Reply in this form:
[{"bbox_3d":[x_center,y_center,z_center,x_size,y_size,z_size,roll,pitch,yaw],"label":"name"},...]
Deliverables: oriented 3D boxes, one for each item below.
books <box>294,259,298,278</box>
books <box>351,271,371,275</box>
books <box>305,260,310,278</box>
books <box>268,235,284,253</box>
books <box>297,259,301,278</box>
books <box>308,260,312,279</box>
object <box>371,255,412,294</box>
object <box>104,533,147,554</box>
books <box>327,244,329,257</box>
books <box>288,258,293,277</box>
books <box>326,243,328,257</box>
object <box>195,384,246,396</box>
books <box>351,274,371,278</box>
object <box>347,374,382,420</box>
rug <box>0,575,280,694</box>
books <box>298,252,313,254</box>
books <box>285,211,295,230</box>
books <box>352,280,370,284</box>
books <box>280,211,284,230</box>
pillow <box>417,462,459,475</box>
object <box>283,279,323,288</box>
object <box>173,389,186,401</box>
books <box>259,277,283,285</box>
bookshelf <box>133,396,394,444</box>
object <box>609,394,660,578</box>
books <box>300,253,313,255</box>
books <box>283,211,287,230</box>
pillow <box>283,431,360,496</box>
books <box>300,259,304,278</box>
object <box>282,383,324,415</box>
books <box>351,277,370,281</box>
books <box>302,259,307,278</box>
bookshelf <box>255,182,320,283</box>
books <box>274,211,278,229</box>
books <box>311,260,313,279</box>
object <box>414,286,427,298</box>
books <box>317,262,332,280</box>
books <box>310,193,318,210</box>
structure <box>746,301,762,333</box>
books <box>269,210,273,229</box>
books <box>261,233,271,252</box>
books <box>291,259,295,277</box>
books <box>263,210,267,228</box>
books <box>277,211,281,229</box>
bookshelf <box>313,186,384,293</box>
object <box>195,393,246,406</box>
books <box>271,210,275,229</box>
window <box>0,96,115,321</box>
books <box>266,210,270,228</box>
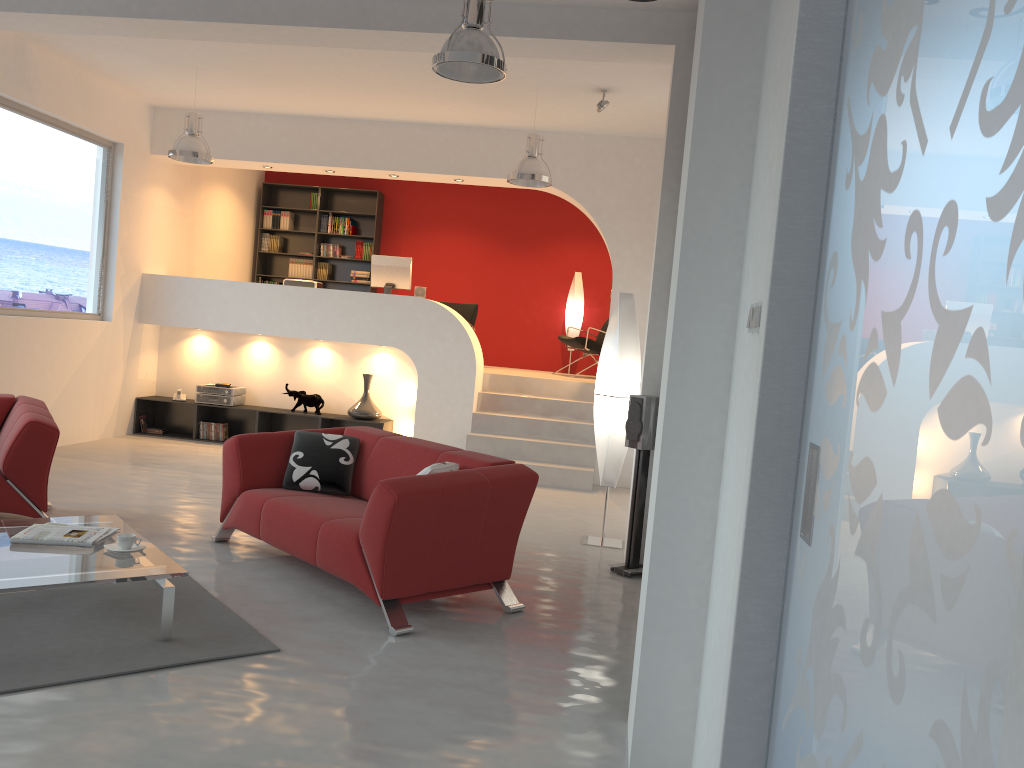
[{"bbox_3d":[-2.951,-1.590,12.255,0.040,0.260,0.200,5,3,7],"label":"books"},{"bbox_3d":[-2.041,-1.512,12.122,0.260,0.040,0.200,5,3,7],"label":"books"},{"bbox_3d":[-2.790,-1.575,12.236,0.040,0.260,0.200,5,3,7],"label":"books"},{"bbox_3d":[-3.272,-1.929,12.293,0.146,0.240,0.170,5,3,7],"label":"books"},{"bbox_3d":[-2.911,-1.587,12.251,0.040,0.260,0.200,5,3,7],"label":"books"},{"bbox_3d":[-2.750,-1.571,12.232,0.040,0.260,0.200,5,3,7],"label":"books"},{"bbox_3d":[-1.338,-1.187,9.837,0.458,0.452,0.230,5,3,7],"label":"object"},{"bbox_3d":[-1.722,0.708,3.951,0.153,0.069,0.153,7,3,33],"label":"object"},{"bbox_3d":[-2.512,-1.831,12.213,0.031,0.190,0.135,5,3,7],"label":"books"},{"bbox_3d":[-3.031,-1.598,12.265,0.040,0.260,0.200,5,3,7],"label":"books"},{"bbox_3d":[-2.527,-1.833,12.214,0.031,0.190,0.135,5,3,7],"label":"books"},{"bbox_3d":[-3.180,0.063,9.694,0.430,0.077,0.349,5,3,7],"label":"object"},{"bbox_3d":[-2.053,-1.473,12.133,0.260,0.040,0.200,5,3,6],"label":"books"},{"bbox_3d":[-1.561,0.135,9.494,0.369,0.481,0.369,4,3,-28],"label":"object"},{"bbox_3d":[-2.154,0.998,3.847,1.700,0.025,1.700,3,4,-38],"label":"rug"},{"bbox_3d":[-2.837,-1.805,12.253,0.190,0.015,0.135,5,3,7],"label":"books"},{"bbox_3d":[-3.064,-2.236,12.244,0.040,0.260,0.200,5,3,7],"label":"books"},{"bbox_3d":[-2.037,-1.392,12.139,0.260,0.040,0.200,6,3,8],"label":"books"},{"bbox_3d":[-3.145,-2.244,12.254,0.040,0.260,0.200,5,3,7],"label":"books"},{"bbox_3d":[-0.465,0.570,4.592,0.288,0.343,0.402,6,3,14],"label":"pillow"},{"bbox_3d":[-2.333,-1.061,10.044,0.397,0.217,0.458,5,3,7],"label":"object"},{"bbox_3d":[-3.619,0.115,9.662,0.130,0.117,0.146,4,3,-18],"label":"object"},{"bbox_3d":[-3.325,-1.321,12.300,0.341,0.286,0.231,5,3,7],"label":"books"},{"bbox_3d":[-2.698,0.467,9.645,2.764,0.397,0.405,5,3,7],"label":"bookshelf"},{"bbox_3d":[0.795,0.628,5.503,0.229,1.112,0.214,3,4,-38],"label":"object"},{"bbox_3d":[-2.820,-1.788,12.252,0.190,0.015,0.135,5,3,7],"label":"books"},{"bbox_3d":[-3.104,-2.240,12.249,0.040,0.260,0.200,5,3,7],"label":"books"},{"bbox_3d":[-1.139,0.473,5.321,0.402,0.343,0.288,5,3,-1],"label":"pillow"},{"bbox_3d":[-2.871,-1.583,12.246,0.040,0.260,0.200,5,3,7],"label":"books"},{"bbox_3d":[-2.253,0.161,9.604,0.507,0.296,0.191,6,3,22],"label":"object"},{"bbox_3d":[-2.052,-1.433,12.136,0.260,0.040,0.200,5,3,7],"label":"books"},{"bbox_3d":[-2.831,-1.579,12.241,0.040,0.260,0.200,5,3,7],"label":"books"},{"bbox_3d":[-3.079,-1.614,12.237,0.816,2.213,0.305,5,3,7],"label":"bookshelf"},{"bbox_3d":[-3.225,-2.251,12.263,0.040,0.260,0.200,5,3,7],"label":"books"},{"bbox_3d":[-2.710,-1.567,12.227,0.040,0.260,0.200,5,3,7],"label":"books"},{"bbox_3d":[-1.020,-1.006,9.856,0.133,0.147,0.151,5,3,-10],"label":"object"},{"bbox_3d":[-2.585,-1.546,12.224,0.146,0.240,0.170,5,3,7],"label":"books"},{"bbox_3d":[-2.677,-2.491,12.199,0.146,0.240,0.170,5,3,7],"label":"books"},{"bbox_3d":[0.657,-0.180,2.403,0.016,0.080,0.170,5,3,7],"label":"structure"},{"bbox_3d":[-3.305,-2.259,12.273,0.040,0.260,0.200,5,3,7],"label":"books"},{"bbox_3d":[-3.390,-1.948,12.308,0.090,0.256,0.181,5,3,7],"label":"books"},{"bbox_3d":[-2.991,-1.594,12.260,0.040,0.260,0.200,5,3,7],"label":"books"},{"bbox_3d":[-3.385,-2.267,12.282,0.040,0.260,0.200,5,3,7],"label":"books"},{"bbox_3d":[-3.185,-2.247,12.259,0.040,0.260,0.200,5,3,7],"label":"books"},{"bbox_3d":[-2.272,-1.536,12.142,0.816,2.213,0.305,5,3,7],"label":"bookshelf"},{"bbox_3d":[-3.189,0.161,9.691,0.430,0.100,0.365,5,3,7],"label":"object"},{"bbox_3d":[-3.265,-2.255,12.268,0.040,0.260,0.200,5,3,7],"label":"books"},{"bbox_3d":[-4.283,-1.497,7.810,0.100,1.800,2.400,5,3,7],"label":"window"},{"bbox_3d":[-3.345,-2.263,12.278,0.040,0.260,0.200,5,3,7],"label":"books"}]
